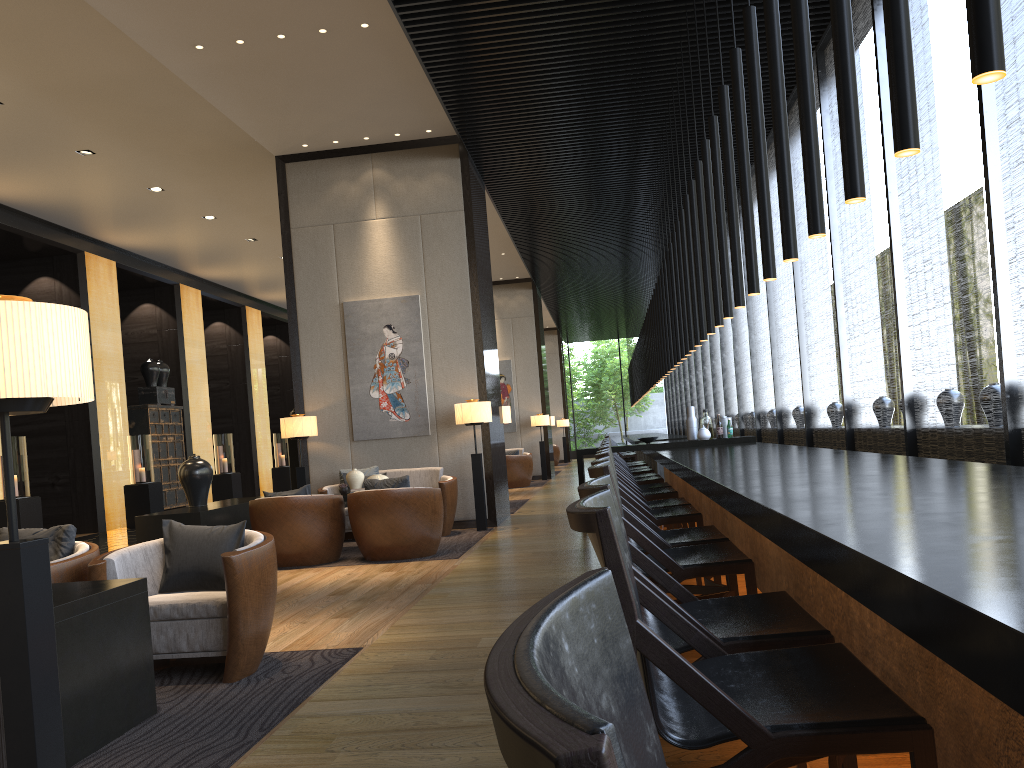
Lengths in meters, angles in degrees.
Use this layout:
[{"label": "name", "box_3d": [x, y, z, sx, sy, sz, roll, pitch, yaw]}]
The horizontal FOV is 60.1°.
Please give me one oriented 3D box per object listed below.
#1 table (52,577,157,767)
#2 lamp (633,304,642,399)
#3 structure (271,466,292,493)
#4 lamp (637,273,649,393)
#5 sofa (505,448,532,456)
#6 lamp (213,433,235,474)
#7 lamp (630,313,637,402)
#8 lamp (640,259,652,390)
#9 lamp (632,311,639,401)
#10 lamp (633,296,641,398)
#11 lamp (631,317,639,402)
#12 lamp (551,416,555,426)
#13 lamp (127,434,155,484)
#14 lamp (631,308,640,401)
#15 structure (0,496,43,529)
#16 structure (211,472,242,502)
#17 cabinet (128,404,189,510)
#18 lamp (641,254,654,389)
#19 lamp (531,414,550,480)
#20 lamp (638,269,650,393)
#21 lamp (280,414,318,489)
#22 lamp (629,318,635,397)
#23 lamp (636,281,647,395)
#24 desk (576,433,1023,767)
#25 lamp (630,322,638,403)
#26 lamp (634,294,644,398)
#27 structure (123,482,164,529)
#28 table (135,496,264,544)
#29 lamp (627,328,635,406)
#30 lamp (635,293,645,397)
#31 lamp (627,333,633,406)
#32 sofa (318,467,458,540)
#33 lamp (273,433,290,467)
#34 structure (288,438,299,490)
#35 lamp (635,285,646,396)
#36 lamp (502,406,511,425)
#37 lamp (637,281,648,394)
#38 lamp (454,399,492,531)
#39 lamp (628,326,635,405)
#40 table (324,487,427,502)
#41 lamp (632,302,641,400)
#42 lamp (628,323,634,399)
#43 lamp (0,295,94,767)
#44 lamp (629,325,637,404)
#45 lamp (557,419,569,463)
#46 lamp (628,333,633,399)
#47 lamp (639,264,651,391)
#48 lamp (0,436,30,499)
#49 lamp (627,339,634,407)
[{"label": "table", "box_3d": [-1.916, 1.022, 3.138, 1.042, 0.517, 0.576, -5, -2, 6]}, {"label": "lamp", "box_3d": [2.932, -0.851, 20.812, 0.060, 2.420, 0.060, -4, 0, -29]}, {"label": "structure", "box_3d": [-4.968, 2.137, 19.347, 0.402, 0.658, 0.402, -5, -1, 6]}, {"label": "lamp", "box_3d": [2.556, -1.023, 17.376, 0.060, 2.420, 0.060, -4, 0, -29]}, {"label": "sofa", "box_3d": [-0.290, 1.681, 17.964, 1.449, 0.693, 0.603, -5, -1, 6]}, {"label": "lamp", "box_3d": [-5.343, 1.292, 16.433, 0.337, 0.729, 0.336, -5, -1, 8]}, {"label": "lamp", "box_3d": [3.212, -0.722, 23.370, 0.060, 2.420, 0.060, -4, 0, -29]}, {"label": "lamp", "box_3d": [2.397, -1.096, 15.923, 0.060, 2.420, 0.060, -4, 0, -29]}, {"label": "lamp", "box_3d": [3.043, -0.800, 21.827, 0.060, 2.420, 0.060, -4, 0, -29]}, {"label": "lamp", "box_3d": [2.876, -0.877, 20.301, 0.060, 2.420, 0.060, -4, 0, -29]}, {"label": "lamp", "box_3d": [3.156, -0.748, 22.860, 0.060, 2.420, 0.060, -4, 0, -29]}, {"label": "lamp", "box_3d": [0.811, 1.373, 19.797, 0.375, 1.350, 0.374, -5, 0, 25]}, {"label": "lamp", "box_3d": [-5.662, 1.146, 13.514, 0.337, 0.729, 0.336, -5, -1, 12]}, {"label": "lamp", "box_3d": [3.101, -0.774, 22.349, 0.060, 2.420, 0.060, -4, 0, -29]}, {"label": "structure", "box_3d": [-5.927, 1.697, 10.590, 0.402, 0.658, 0.402, -5, -1, 6]}, {"label": "structure", "box_3d": [-5.288, 1.990, 16.428, 0.402, 0.658, 0.402, -5, -1, 6]}, {"label": "cabinet", "box_3d": [-6.068, 1.343, 15.078, 0.548, 1.922, 1.187, -4, -1, 6]}, {"label": "lamp", "box_3d": [2.342, -1.122, 15.413, 0.060, 2.420, 0.060, -4, 0, 1]}, {"label": "lamp", "box_3d": [0.614, 1.283, 17.999, 0.375, 1.350, 0.374, -5, 0, 25]}, {"label": "lamp", "box_3d": [2.508, -1.046, 16.932, 0.060, 2.420, 0.060, -4, 0, -29]}, {"label": "lamp", "box_3d": [-2.202, 0.995, 9.329, 0.374, 1.347, 0.376, -4, 0, -33]}, {"label": "lamp", "box_3d": [3.323, -0.672, 24.381, 0.060, 2.420, 0.060, -4, 0, -29]}, {"label": "lamp", "box_3d": [2.657, -0.977, 18.293, 0.060, 2.420, 0.060, -4, 0, -29]}, {"label": "desk", "box_3d": [2.112, 1.220, 13.889, 1.781, 0.759, 28.754, -5, -3, 6]}, {"label": "lamp", "box_3d": [3.267, -0.697, 23.875, 0.060, 2.420, 0.060, -4, 0, -29]}, {"label": "lamp", "box_3d": [2.820, -0.902, 19.789, 0.060, 2.420, 0.060, -4, 0, -29]}, {"label": "structure", "box_3d": [-5.607, 1.844, 13.509, 0.402, 0.658, 0.402, -5, -1, 6]}, {"label": "table", "box_3d": [-2.741, 1.389, 8.332, 0.620, 0.512, 1.961, -5, -3, 6]}, {"label": "lamp", "box_3d": [3.597, -0.546, 26.889, 0.060, 2.420, 0.060, -4, 0, 11]}, {"label": "lamp", "box_3d": [2.758, -0.931, 19.219, 0.060, 2.420, 0.060, -4, 0, -29]}, {"label": "lamp", "box_3d": [3.653, -0.520, 27.399, 0.060, 2.420, 0.060, -4, 0, 11]}, {"label": "sofa", "box_3d": [-1.255, 1.239, 9.143, 1.449, 0.693, 0.603, -5, -1, 6]}, {"label": "lamp", "box_3d": [-5.023, 1.439, 19.352, 0.337, 0.729, 0.336, -5, -1, 8]}, {"label": "structure", "box_3d": [-2.399, 1.130, 10.249, 0.240, 1.218, 0.240, -4, 0, 6]}, {"label": "lamp", "box_3d": [2.713, -0.951, 18.812, 0.060, 2.420, 0.060, -4, 0, -29]}, {"label": "lamp", "box_3d": [-0.160, 0.928, 10.923, 0.375, 1.350, 0.375, -4, 0, -4]}, {"label": "lamp", "box_3d": [2.606, -1.001, 17.830, 0.060, 2.420, 0.060, -4, 0, -29]}, {"label": "lamp", "box_3d": [-0.357, 0.838, 9.125, 0.376, 1.350, 0.374, -5, 0, 36]}, {"label": "lamp", "box_3d": [3.490, -0.595, 25.907, 0.060, 2.420, 0.060, -4, 0, 11]}, {"label": "table", "box_3d": [-1.349, 1.283, 8.321, 1.042, 0.517, 0.576, -5, -2, 6]}, {"label": "lamp", "box_3d": [2.988, -0.825, 21.322, 0.060, 2.420, 0.060, -4, 0, -29]}, {"label": "lamp", "box_3d": [3.435, -0.620, 25.402, 0.060, 2.420, 0.060, -4, 0, -29]}, {"label": "lamp", "box_3d": [-1.132, 0.482, 2.034, 0.376, 1.350, 0.374, -5, 0, 36]}, {"label": "lamp", "box_3d": [3.379, -0.646, 24.892, 0.060, 2.420, 0.060, -4, 0, -29]}, {"label": "lamp", "box_3d": [1.593, 1.732, 26.939, 0.376, 1.350, 0.374, -5, 0, 36]}, {"label": "lamp", "box_3d": [3.545, -0.570, 26.411, 0.060, 2.420, 0.060, -4, 0, 11]}, {"label": "lamp", "box_3d": [2.453, -1.071, 16.428, 0.060, 2.420, 0.060, -4, 0, -29]}, {"label": "lamp", "box_3d": [-5.982, 0.999, 10.595, 0.336, 0.729, 0.337, -4, -1, -21]}, {"label": "lamp", "box_3d": [3.708, -0.495, 27.904, 0.060, 2.420, 0.060, -4, 0, 11]}]
